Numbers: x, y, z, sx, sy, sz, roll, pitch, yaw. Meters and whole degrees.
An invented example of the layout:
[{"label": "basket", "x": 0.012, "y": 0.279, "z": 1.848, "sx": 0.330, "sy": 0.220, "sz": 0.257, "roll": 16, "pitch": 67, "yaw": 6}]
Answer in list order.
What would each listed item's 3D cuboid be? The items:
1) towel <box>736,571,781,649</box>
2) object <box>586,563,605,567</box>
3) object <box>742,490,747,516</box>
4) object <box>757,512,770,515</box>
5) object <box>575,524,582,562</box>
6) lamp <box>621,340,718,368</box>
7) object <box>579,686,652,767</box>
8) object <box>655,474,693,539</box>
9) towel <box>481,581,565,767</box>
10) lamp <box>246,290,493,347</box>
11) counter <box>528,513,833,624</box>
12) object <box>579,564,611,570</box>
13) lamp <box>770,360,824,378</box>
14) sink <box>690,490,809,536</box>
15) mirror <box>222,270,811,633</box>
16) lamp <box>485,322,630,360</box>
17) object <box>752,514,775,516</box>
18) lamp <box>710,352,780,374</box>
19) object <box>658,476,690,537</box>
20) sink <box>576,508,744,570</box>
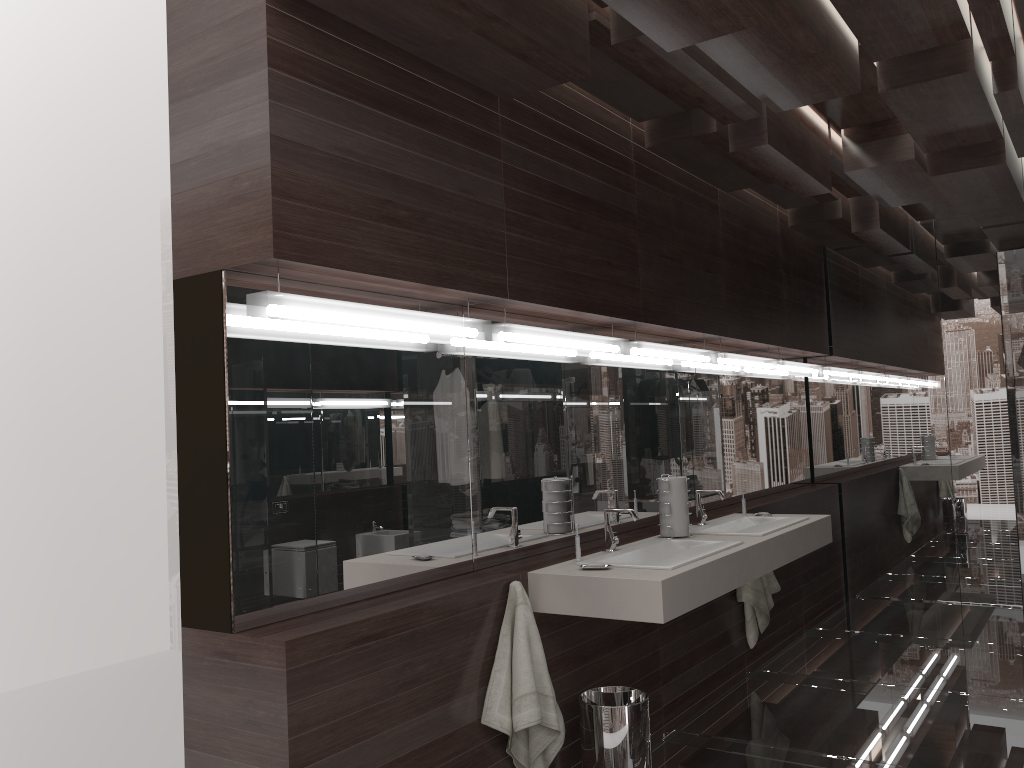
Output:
[{"label": "towel", "x": 1.277, "y": 1.018, "z": 4.584, "sx": 0.156, "sy": 0.678, "sz": 0.368, "roll": -5, "pitch": -4, "yaw": 34}, {"label": "object", "x": 0.280, "y": 0.610, "z": 2.978, "sx": 0.066, "sy": 0.016, "sz": 0.035, "roll": -3, "pitch": -3, "yaw": 11}, {"label": "object", "x": 1.152, "y": 0.594, "z": 4.407, "sx": 0.022, "sy": 0.132, "sz": 0.022, "roll": -2, "pitch": -3, "yaw": -19}, {"label": "object", "x": 1.241, "y": 0.642, "z": 4.379, "sx": 0.035, "sy": 0.016, "sz": 0.066, "roll": 0, "pitch": -4, "yaw": -36}, {"label": "object", "x": 0.236, "y": 0.569, "z": 3.178, "sx": 0.022, "sy": 0.132, "sz": 0.022, "roll": -3, "pitch": -3, "yaw": 16}, {"label": "lamp", "x": 0.783, "y": -0.138, "z": 4.296, "sx": 0.082, "sy": 0.082, "sz": 0.950, "roll": -5, "pitch": -4, "yaw": 34}, {"label": "object", "x": 0.354, "y": 1.243, "z": 3.018, "sx": 0.237, "sy": 0.358, "sz": 0.237, "roll": -1, "pitch": -3, "yaw": -24}, {"label": "object", "x": 0.681, "y": 0.515, "z": 3.747, "sx": 0.145, "sy": 0.261, "sz": 0.136, "roll": -2, "pitch": -3, "yaw": -12}, {"label": "towel", "x": 0.071, "y": 0.976, "z": 2.810, "sx": 0.156, "sy": 0.678, "sz": 0.368, "roll": -5, "pitch": -4, "yaw": 34}, {"label": "lamp", "x": -0.367, "y": -0.178, "z": 2.603, "sx": 0.082, "sy": 0.082, "sz": 0.950, "roll": -5, "pitch": -4, "yaw": 34}, {"label": "counter", "x": 0.806, "y": 0.700, "z": 3.644, "sx": 0.488, "sy": 0.131, "sz": 1.954, "roll": -5, "pitch": -4, "yaw": 34}, {"label": "object", "x": 0.280, "y": 0.616, "z": 2.979, "sx": 0.108, "sy": 0.011, "sz": 0.065, "roll": -3, "pitch": -3, "yaw": 12}, {"label": "lamp", "x": 1.934, "y": -0.098, "z": 5.989, "sx": 0.082, "sy": 0.082, "sz": 0.950, "roll": -5, "pitch": -4, "yaw": 34}, {"label": "sink", "x": 1.036, "y": 0.579, "z": 4.034, "sx": 0.427, "sy": 0.193, "sz": 0.681, "roll": -5, "pitch": -4, "yaw": 34}, {"label": "mirror", "x": 2.410, "y": 0.077, "z": 3.190, "sx": 4.126, "sy": 0.916, "sz": 5.081, "roll": -5, "pitch": -4, "yaw": 34}, {"label": "lamp", "x": 0.206, "y": -0.158, "z": 3.446, "sx": 0.082, "sy": 0.082, "sz": 0.950, "roll": -5, "pitch": -4, "yaw": 34}, {"label": "object", "x": 1.242, "y": 0.649, "z": 4.379, "sx": 0.065, "sy": 0.011, "sz": 0.108, "roll": 0, "pitch": -4, "yaw": -35}, {"label": "lamp", "x": 1.367, "y": -0.118, "z": 5.154, "sx": 0.082, "sy": 0.082, "sz": 0.950, "roll": -5, "pitch": -4, "yaw": 34}, {"label": "object", "x": 0.682, "y": 0.516, "z": 3.739, "sx": 0.124, "sy": 0.246, "sz": 0.128, "roll": -3, "pitch": -3, "yaw": 15}, {"label": "sink", "x": 0.531, "y": 0.561, "z": 3.291, "sx": 0.427, "sy": 0.193, "sz": 0.681, "roll": -5, "pitch": -4, "yaw": 34}]
